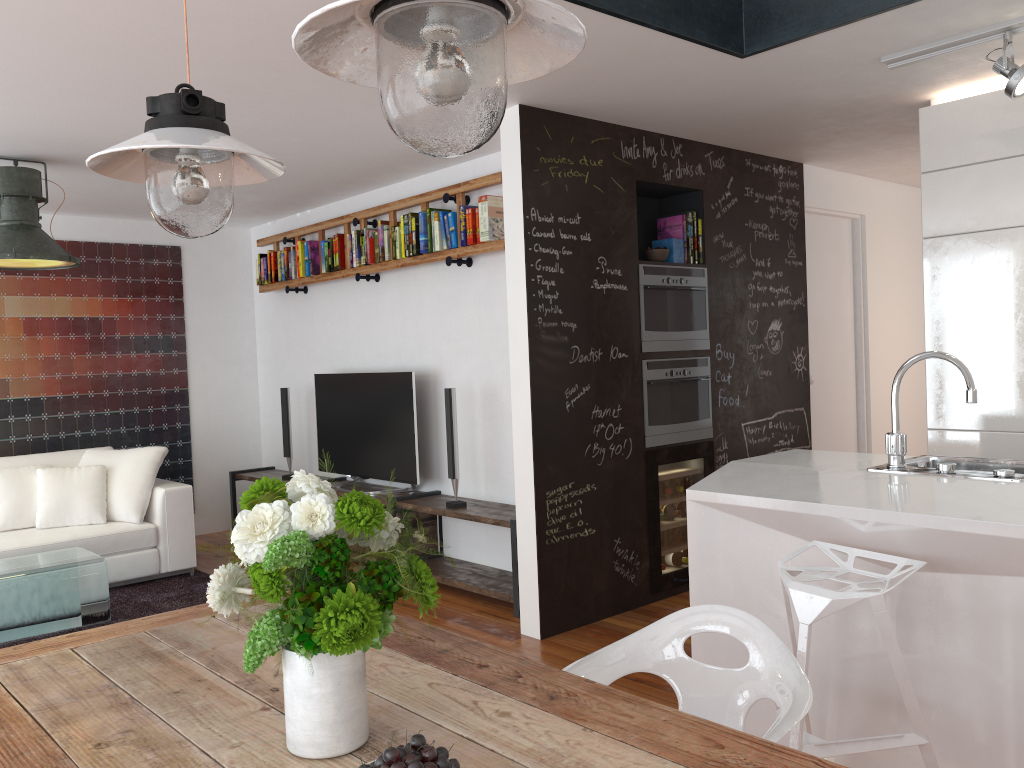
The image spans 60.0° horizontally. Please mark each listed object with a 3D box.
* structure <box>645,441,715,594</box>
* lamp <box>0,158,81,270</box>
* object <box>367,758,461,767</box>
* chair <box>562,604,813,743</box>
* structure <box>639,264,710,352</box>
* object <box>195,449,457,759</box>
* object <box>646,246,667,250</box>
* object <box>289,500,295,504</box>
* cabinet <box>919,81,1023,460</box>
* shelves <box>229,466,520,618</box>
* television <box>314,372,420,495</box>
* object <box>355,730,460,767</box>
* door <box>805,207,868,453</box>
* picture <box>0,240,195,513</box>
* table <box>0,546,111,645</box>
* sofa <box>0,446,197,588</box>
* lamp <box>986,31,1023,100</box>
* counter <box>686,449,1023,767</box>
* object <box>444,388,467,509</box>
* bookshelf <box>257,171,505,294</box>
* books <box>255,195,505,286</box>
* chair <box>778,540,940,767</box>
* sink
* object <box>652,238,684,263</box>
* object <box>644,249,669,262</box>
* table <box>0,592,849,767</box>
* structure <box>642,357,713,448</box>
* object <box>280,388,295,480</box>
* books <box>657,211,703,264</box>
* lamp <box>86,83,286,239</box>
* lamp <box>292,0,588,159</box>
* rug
[{"bbox_3d":[0.960,0.720,4.861,0.582,0.763,0.081,-4,2,-41],"label":"structure"},{"bbox_3d":[-2.637,-0.917,4.739,0.572,0.561,0.572,-4,2,-36],"label":"lamp"},{"bbox_3d":[-0.134,0.543,1.134,0.146,0.079,0.146,-4,2,-33],"label":"object"},{"bbox_3d":[0.378,0.910,1.991,0.577,0.710,0.505,-1,2,39],"label":"chair"},{"bbox_3d":[0.908,-0.413,4.831,0.585,0.462,0.052,-4,2,-41],"label":"structure"},{"bbox_3d":[-0.298,0.339,1.461,0.432,0.476,0.371,-2,2,0],"label":"object"},{"bbox_3d":[0.795,-0.727,4.823,0.116,0.042,0.077,-3,2,-28],"label":"object"},{"bbox_3d":[-1.761,1.019,6.860,0.400,0.170,0.350,-4,3,-42],"label":"object"},{"bbox_3d":[3.133,-0.154,3.679,0.946,2.506,2.404,-4,2,-41],"label":"cabinet"},{"bbox_3d":[-0.964,0.941,5.971,0.414,0.506,3.473,-4,2,-41],"label":"shelves"},{"bbox_3d":[-0.983,0.317,5.951,0.298,0.786,1.230,-4,2,-41],"label":"television"},{"bbox_3d":[-0.136,0.493,1.132,0.159,0.095,0.141,-1,2,34],"label":"object"},{"bbox_3d":[2.189,-0.059,6.102,0.823,2.236,0.120,-4,2,-41],"label":"door"},{"bbox_3d":[-3.632,0.043,6.181,2.770,2.136,0.007,-4,2,-41],"label":"picture"},{"bbox_3d":[-2.534,1.112,4.742,0.551,0.337,0.565,-4,2,-41],"label":"table"},{"bbox_3d":[-3.510,0.905,5.031,3.086,0.842,0.987,-4,2,-41],"label":"sofa"},{"bbox_3d":[2.242,-1.188,2.879,0.154,0.254,1.324,-4,2,-41],"label":"lamp"},{"bbox_3d":[1.612,0.747,2.580,0.956,0.903,2.289,-4,2,-41],"label":"counter"},{"bbox_3d":[-0.335,0.367,5.108,0.089,0.687,0.089,-3,2,-31],"label":"object"},{"bbox_3d":[-0.985,-0.922,5.987,0.161,0.465,2.983,-4,2,-41],"label":"bookshelf"},{"bbox_3d":[0.053,-1.790,5.104,5.671,1.974,0.733,-1,2,38],"label":"books"},{"bbox_3d":[0.871,0.853,2.399,0.428,0.765,0.492,-3,2,-31],"label":"chair"},{"bbox_3d":[1.536,0.169,2.997,0.459,0.570,0.492,-4,2,-41],"label":"sink"},{"bbox_3d":[0.871,-0.734,4.951,0.136,0.136,0.110,-1,2,42],"label":"object"},{"bbox_3d":[0.790,-0.693,4.830,0.132,0.069,0.132,-3,2,-8],"label":"object"},{"bbox_3d":[-0.307,0.946,1.481,0.969,0.735,1.910,-4,2,-41],"label":"table"},{"bbox_3d":[0.929,0.090,4.847,0.585,0.462,0.052,-4,2,-41],"label":"structure"},{"bbox_3d":[-1.682,0.371,6.668,0.089,0.687,0.089,-1,2,34],"label":"object"},{"bbox_3d":[0.949,-0.824,5.073,0.152,0.303,0.230,-4,2,-41],"label":"books"},{"bbox_3d":[-0.641,-0.442,1.760,0.372,0.306,0.372,-1,3,43],"label":"lamp"},{"bbox_3d":[-0.091,-0.445,1.135,0.372,0.306,0.372,-2,2,10],"label":"lamp"},{"bbox_3d":[-2.858,1.317,4.326,3.193,0.019,1.895,-4,2,-41],"label":"rug"}]
